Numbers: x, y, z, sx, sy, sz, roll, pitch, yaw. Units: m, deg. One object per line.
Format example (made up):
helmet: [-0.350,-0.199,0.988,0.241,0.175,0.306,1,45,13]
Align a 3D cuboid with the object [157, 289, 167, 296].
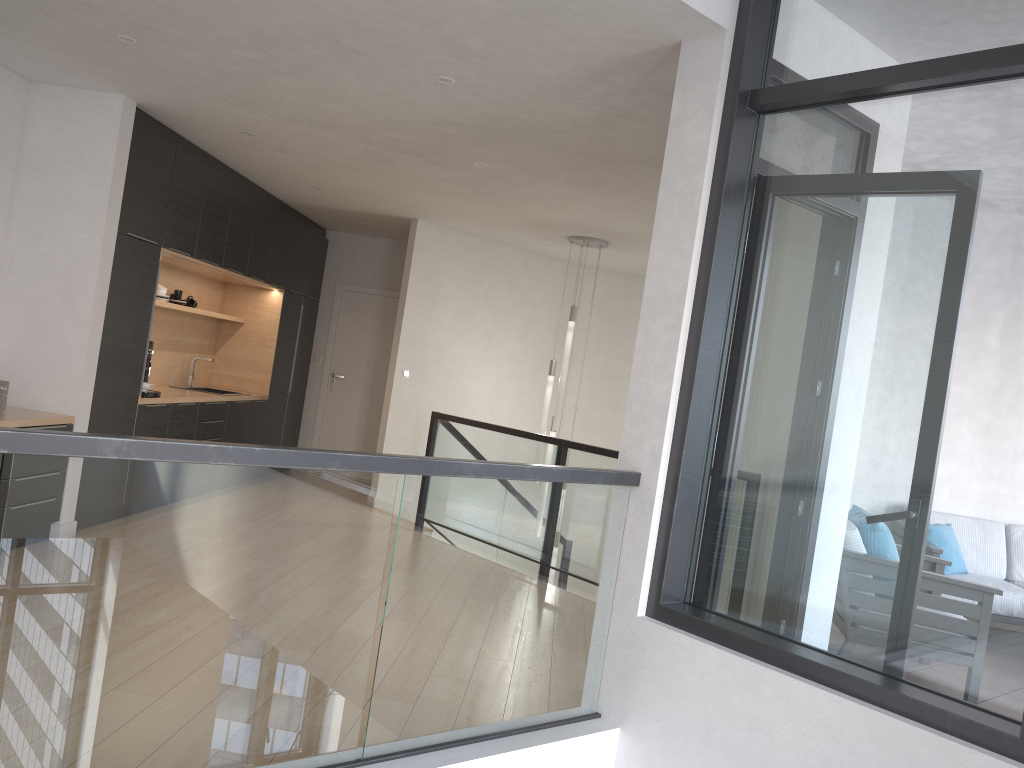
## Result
object: [-2.789,-0.717,7.027,0.095,0.057,0.099,9,0,-24]

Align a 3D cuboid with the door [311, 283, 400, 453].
door: [-1.635,0.002,9.844,0.974,2.136,0.085,9,0,4]

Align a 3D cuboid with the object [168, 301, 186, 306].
object: [-2.789,-0.669,7.385,0.145,0.025,0.145,9,0,17]

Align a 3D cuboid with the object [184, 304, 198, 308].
object: [-2.795,-0.672,7.670,0.145,0.025,0.145,9,0,6]

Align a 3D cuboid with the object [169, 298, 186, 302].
object: [-2.785,-0.693,7.385,0.145,0.025,0.145,9,0,17]

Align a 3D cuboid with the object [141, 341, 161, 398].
object: [-2.791,-0.139,6.500,0.584,0.398,0.618,9,0,4]

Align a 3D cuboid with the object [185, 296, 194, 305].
object: [-2.794,-0.716,7.645,0.100,0.093,0.066,9,0,19]

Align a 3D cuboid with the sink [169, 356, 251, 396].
sink: [-2.714,0.032,8.024,0.512,0.518,0.626,9,0,4]

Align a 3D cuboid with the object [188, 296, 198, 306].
object: [-2.781,-0.720,7.707,0.100,0.093,0.066,9,0,14]

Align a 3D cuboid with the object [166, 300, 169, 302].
object: [-2.883,-0.683,7.247,0.145,0.025,0.145,9,0,17]

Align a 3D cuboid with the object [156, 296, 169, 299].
object: [-2.793,-0.679,7.027,0.145,0.025,0.145,9,0,-10]

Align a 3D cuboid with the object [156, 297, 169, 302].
object: [-2.793,-0.668,7.024,0.145,0.025,0.145,9,0,-10]

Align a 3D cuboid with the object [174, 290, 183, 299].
object: [-2.779,-0.735,7.378,0.066,0.092,0.084,9,0,-27]

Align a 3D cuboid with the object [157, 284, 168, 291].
object: [-2.782,-0.750,7.024,0.098,0.075,0.095,9,0,15]

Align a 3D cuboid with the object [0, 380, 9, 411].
object: [-3.011,0.048,4.915,0.270,0.174,0.285,9,0,19]

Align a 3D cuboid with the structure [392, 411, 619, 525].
structure: [0.774,2.639,7.409,2.823,4.339,4.190,8,0,-41]

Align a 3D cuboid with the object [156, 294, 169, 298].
object: [-2.790,-0.692,7.024,0.145,0.025,0.145,9,0,-10]

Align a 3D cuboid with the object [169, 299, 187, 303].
object: [-2.785,-0.681,7.388,0.145,0.025,0.145,9,0,17]

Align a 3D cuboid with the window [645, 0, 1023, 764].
window: [2.348,-0.091,1.343,0.170,2.402,5.002,8,0,-41]

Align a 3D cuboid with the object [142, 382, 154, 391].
object: [-2.623,0.020,6.316,0.099,0.057,0.095,9,0,6]

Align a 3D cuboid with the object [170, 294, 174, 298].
object: [-2.857,-0.714,7.511,0.084,0.092,0.066,9,0,10]

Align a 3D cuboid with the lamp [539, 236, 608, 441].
lamp: [0.557,-0.438,7.976,0.359,6.725,0.359,9,0,40]
